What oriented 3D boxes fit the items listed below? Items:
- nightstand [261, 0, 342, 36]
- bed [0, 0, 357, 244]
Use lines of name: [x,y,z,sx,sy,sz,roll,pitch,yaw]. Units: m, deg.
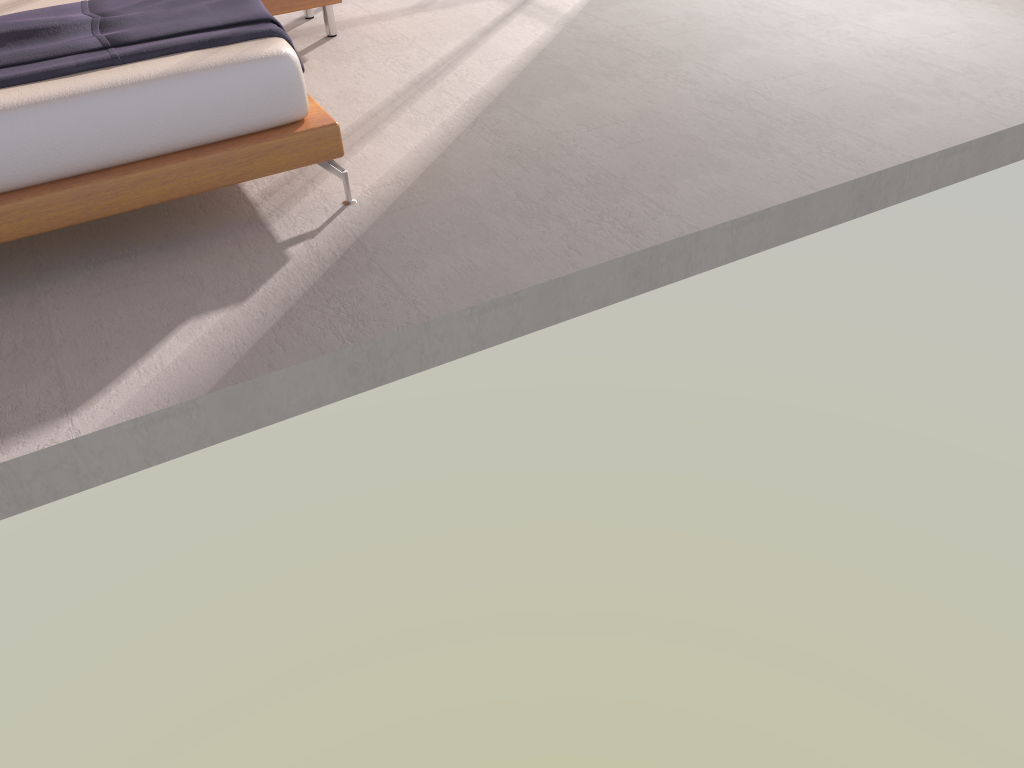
nightstand: [-1.312,-2.154,4.727,0.628,0.556,0.562,-20,42,-20]
bed: [-2.055,-1.365,3.486,2.017,0.959,2.462,-20,42,-20]
